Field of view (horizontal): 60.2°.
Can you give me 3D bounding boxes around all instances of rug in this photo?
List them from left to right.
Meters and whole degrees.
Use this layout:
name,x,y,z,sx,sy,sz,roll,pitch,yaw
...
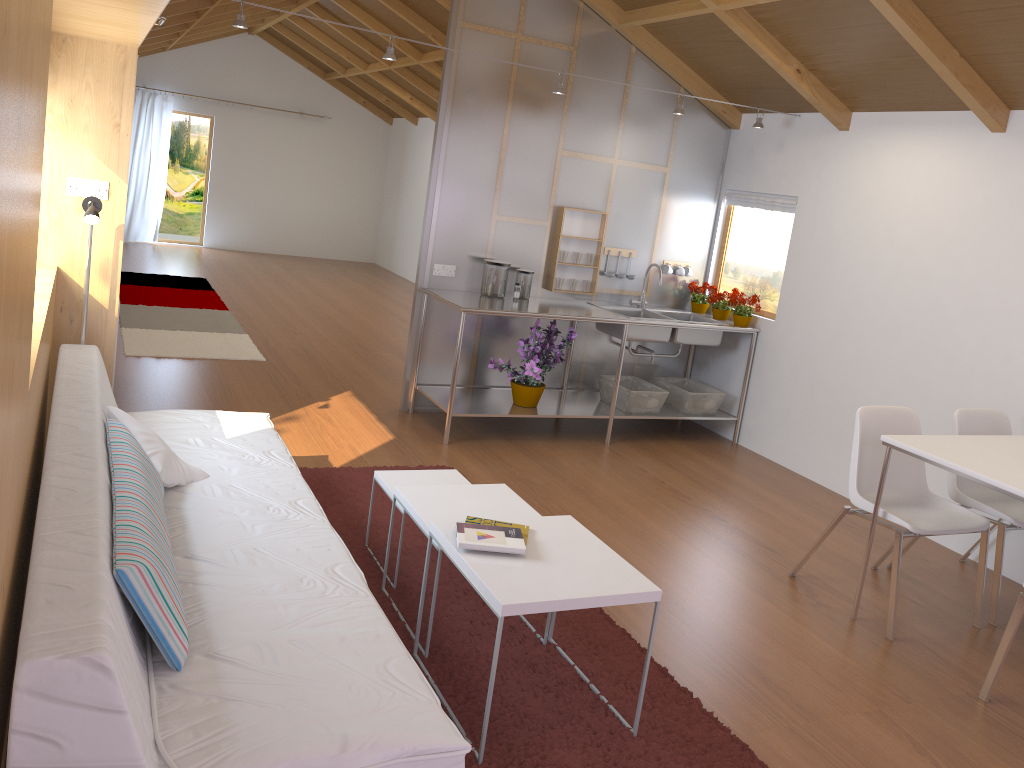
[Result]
name,x,y,z,sx,sy,sz,roll,pitch,yaw
rug,-2.945,-0.664,7.721,0.915,0.011,3.777,2,14,-26
rug,-0.634,0.739,3.009,1.882,0.020,2.518,2,14,-26

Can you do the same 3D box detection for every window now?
name,x,y,z,sx,sy,sz,roll,pitch,yaw
window,-4.580,-2.803,12.010,0.873,1.765,0.026,4,10,-26
window,1.636,-0.876,5.919,0.026,0.786,0.735,4,11,-26

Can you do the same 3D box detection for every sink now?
name,x,y,z,sx,sy,sz,roll,pitch,yaw
sink,0.941,-0.460,5.790,0.808,0.633,0.572,3,12,-26

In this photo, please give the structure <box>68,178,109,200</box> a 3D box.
name,x,y,z,sx,sy,sz,roll,pitch,yaw
structure,-1.689,-0.779,3.526,0.141,0.070,0.011,2,10,-26

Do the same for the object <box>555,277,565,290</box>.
name,x,y,z,sx,sy,sz,roll,pitch,yaw
object,0.305,-0.647,5.724,0.061,0.076,0.062,6,11,-14

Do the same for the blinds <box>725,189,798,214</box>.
name,x,y,z,sx,sy,sz,roll,pitch,yaw
blinds,1.648,-1.211,5.851,0.047,0.109,0.735,4,13,-26

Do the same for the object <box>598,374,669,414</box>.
name,x,y,z,sx,sy,sz,roll,pitch,yaw
object,0.768,0.070,5.714,0.298,0.157,0.421,2,14,-26

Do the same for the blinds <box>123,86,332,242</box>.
name,x,y,z,sx,sy,sz,roll,pitch,yaw
blinds,-3.995,-2.857,12.094,2.842,2.012,0.236,2,10,-27

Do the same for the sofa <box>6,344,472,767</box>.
name,x,y,z,sx,sy,sz,roll,pitch,yaw
sofa,-0.951,0.453,2.666,0.861,0.621,2.390,3,14,-26

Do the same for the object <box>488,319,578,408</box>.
name,x,y,z,sx,sy,sz,roll,pitch,yaw
object,0.141,-0.132,5.314,0.524,0.546,0.356,1,12,-35

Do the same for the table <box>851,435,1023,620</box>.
name,x,y,z,sx,sy,sz,roll,pitch,yaw
table,2.084,0.687,3.294,1.207,0.734,0.912,2,12,-26

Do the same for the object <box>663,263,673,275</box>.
name,x,y,z,sx,sy,sz,roll,pitch,yaw
object,1.080,-0.793,6.090,0.059,0.079,0.063,3,11,-26

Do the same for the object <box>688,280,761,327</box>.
name,x,y,z,sx,sy,sz,roll,pitch,yaw
object,1.411,-0.547,5.949,0.232,0.232,0.698,3,13,-26

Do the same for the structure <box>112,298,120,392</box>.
name,x,y,z,sx,sy,sz,roll,pitch,yaw
structure,-1.896,-0.108,4.173,0.013,0.713,0.831,4,12,-26

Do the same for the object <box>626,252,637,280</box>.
name,x,y,z,sx,sy,sz,roll,pitch,yaw
object,0.810,-0.788,5.936,0.075,0.181,0.075,9,9,5

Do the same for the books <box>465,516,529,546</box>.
name,x,y,z,sx,sy,sz,roll,pitch,yaw
books,-0.048,0.442,2.638,0.193,0.016,0.154,9,13,3

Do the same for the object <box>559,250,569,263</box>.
name,x,y,z,sx,sy,sz,roll,pitch,yaw
object,0.330,-0.818,5.698,0.061,0.076,0.062,6,11,-14

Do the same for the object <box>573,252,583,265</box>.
name,x,y,z,sx,sy,sz,roll,pitch,yaw
object,0.423,-0.815,5.744,0.062,0.076,0.061,16,13,37

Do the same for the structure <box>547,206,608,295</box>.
name,x,y,z,sx,sy,sz,roll,pitch,yaw
structure,0.426,-0.861,5.744,0.327,0.539,0.077,3,10,-26

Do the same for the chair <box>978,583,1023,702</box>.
name,x,y,z,sx,sy,sz,roll,pitch,yaw
chair,1.975,0.760,2.810,0.530,0.776,0.555,3,11,-26

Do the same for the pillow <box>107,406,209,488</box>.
name,x,y,z,sx,sy,sz,roll,pitch,yaw
pillow,-1.166,0.200,2.902,0.348,0.249,0.269,14,12,27

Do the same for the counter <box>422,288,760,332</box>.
name,x,y,z,sx,sy,sz,roll,pitch,yaw
counter,0.533,-0.461,5.561,2.105,0.021,0.659,2,14,-26

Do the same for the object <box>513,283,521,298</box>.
name,x,y,z,sx,sy,sz,roll,pitch,yaw
object,0.031,-0.575,5.436,0.037,0.091,0.038,6,9,-12

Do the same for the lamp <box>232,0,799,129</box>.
name,x,y,z,sx,sy,sz,roll,pitch,yaw
lamp,0.082,-1.666,4.725,3.821,0.151,0.073,2,11,-26

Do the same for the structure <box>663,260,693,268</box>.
name,x,y,z,sx,sy,sz,roll,pitch,yaw
structure,1.165,-0.828,6.130,0.250,0.032,0.042,2,13,-26

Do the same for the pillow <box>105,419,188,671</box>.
name,x,y,z,sx,sy,sz,roll,pitch,yaw
pillow,-0.972,0.364,2.315,0.171,0.248,1.057,3,13,-26

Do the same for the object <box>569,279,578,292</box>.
name,x,y,z,sx,sy,sz,roll,pitch,yaw
object,0.398,-0.644,5.769,0.062,0.076,0.061,16,13,37

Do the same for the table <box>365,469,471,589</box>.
name,x,y,z,sx,sy,sz,roll,pitch,yaw
table,-0.321,0.536,3.341,0.341,0.305,0.375,3,12,-26

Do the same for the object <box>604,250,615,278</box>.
name,x,y,z,sx,sy,sz,roll,pitch,yaw
object,0.657,-0.792,5.861,0.075,0.181,0.075,9,9,5

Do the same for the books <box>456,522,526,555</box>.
name,x,y,z,sx,sy,sz,roll,pitch,yaw
books,-0.063,0.444,2.552,0.193,0.016,0.155,7,13,-7

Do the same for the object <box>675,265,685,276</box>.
name,x,y,z,sx,sy,sz,roll,pitch,yaw
object,1.166,-0.788,6.127,0.059,0.080,0.063,5,11,-19

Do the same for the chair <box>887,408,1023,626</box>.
name,x,y,z,sx,sy,sz,roll,pitch,yaw
chair,2.125,0.538,3.876,0.530,0.776,0.555,3,11,-26

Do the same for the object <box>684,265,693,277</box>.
name,x,y,z,sx,sy,sz,roll,pitch,yaw
object,1.234,-0.788,6.166,0.059,0.079,0.063,3,11,-26

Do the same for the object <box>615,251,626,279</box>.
name,x,y,z,sx,sy,sz,roll,pitch,yaw
object,0.733,-0.790,5.898,0.075,0.181,0.075,9,9,5

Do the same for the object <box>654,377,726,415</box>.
name,x,y,z,sx,sy,sz,roll,pitch,yaw
object,1.175,0.083,5.914,0.298,0.157,0.421,2,14,-26

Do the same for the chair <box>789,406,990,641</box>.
name,x,y,z,sx,sy,sz,roll,pitch,yaw
chair,1.592,0.521,3.614,0.530,0.776,0.555,3,11,-26

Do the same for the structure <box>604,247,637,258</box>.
name,x,y,z,sx,sy,sz,roll,pitch,yaw
structure,0.729,-0.880,5.922,0.250,0.051,0.016,2,11,-26

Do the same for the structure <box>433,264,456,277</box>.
name,x,y,z,sx,sy,sz,roll,pitch,yaw
structure,-0.413,-0.695,5.413,0.141,0.070,0.011,2,10,-26

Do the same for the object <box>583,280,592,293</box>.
name,x,y,z,sx,sy,sz,roll,pitch,yaw
object,0.491,-0.641,5.815,0.062,0.076,0.061,16,13,37

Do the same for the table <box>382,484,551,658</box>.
name,x,y,z,sx,sy,sz,roll,pitch,yaw
table,-0.147,0.605,2.981,0.423,0.379,0.465,3,12,-26

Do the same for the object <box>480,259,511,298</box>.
name,x,y,z,sx,sy,sz,roll,pitch,yaw
object,-0.104,-0.647,5.442,0.171,0.213,0.174,6,10,-13

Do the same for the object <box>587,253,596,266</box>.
name,x,y,z,sx,sy,sz,roll,pitch,yaw
object,0.516,-0.812,5.789,0.062,0.076,0.061,16,13,37

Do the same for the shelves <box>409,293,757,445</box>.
name,x,y,z,sx,sy,sz,roll,pitch,yaw
shelves,0.477,-0.079,5.619,2.089,0.744,0.641,2,12,-26

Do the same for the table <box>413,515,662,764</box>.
name,x,y,z,sx,sy,sz,roll,pitch,yaw
table,0.052,0.700,2.568,0.484,0.433,0.532,3,12,-26

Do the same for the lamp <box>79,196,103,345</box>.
name,x,y,z,sx,sy,sz,roll,pitch,yaw
lamp,-1.690,-0.146,3.512,0.257,1.183,0.183,15,11,39

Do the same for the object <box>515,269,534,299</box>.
name,x,y,z,sx,sy,sz,roll,pitch,yaw
object,0.072,-0.626,5.555,0.113,0.175,0.115,7,10,-6
